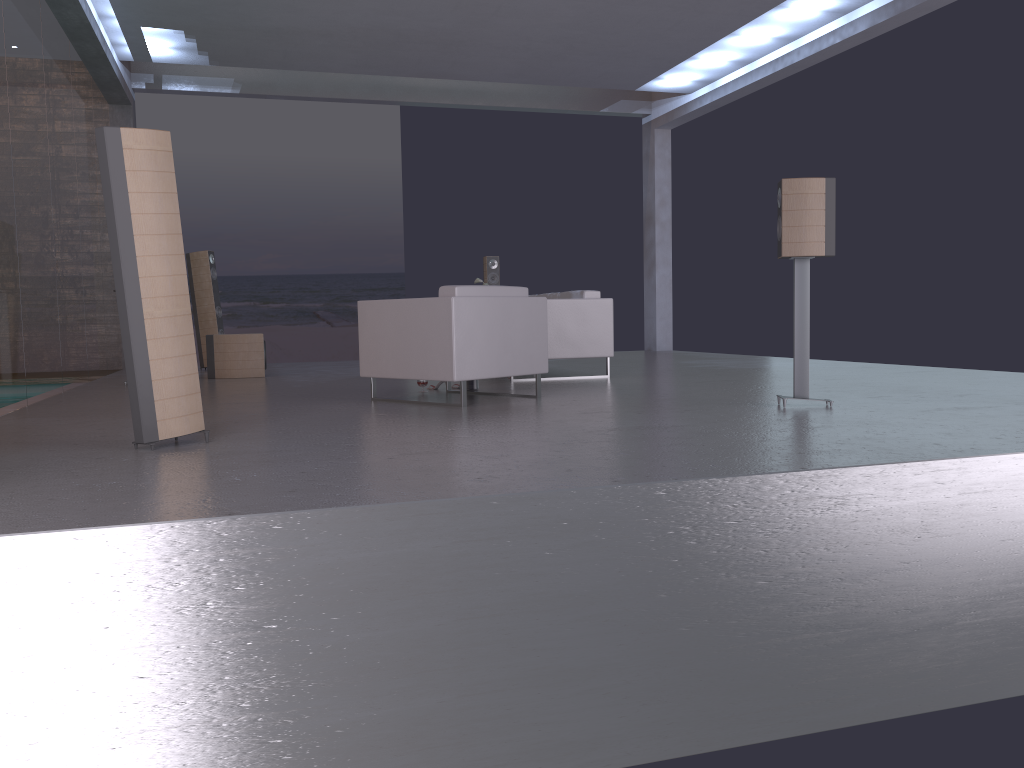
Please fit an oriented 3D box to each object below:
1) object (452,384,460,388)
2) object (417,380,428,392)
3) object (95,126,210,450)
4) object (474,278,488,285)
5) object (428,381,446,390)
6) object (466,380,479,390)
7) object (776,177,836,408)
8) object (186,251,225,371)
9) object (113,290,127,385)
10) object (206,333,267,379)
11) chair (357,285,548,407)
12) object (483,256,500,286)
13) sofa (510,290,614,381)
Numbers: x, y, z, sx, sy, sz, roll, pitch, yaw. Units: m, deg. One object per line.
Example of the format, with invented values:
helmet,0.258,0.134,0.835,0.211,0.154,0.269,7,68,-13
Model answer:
object,-0.427,-0.007,7.345,0.079,0.087,0.235,-5,6,-39
object,-0.715,-0.052,7.070,0.091,0.233,0.091,0,4,11
object,-1.691,-0.436,4.135,0.244,1.473,0.444,1,5,28
object,-0.204,-0.744,10.633,0.387,1.051,0.400,0,5,21
object,-0.616,0.001,7.297,0.235,0.087,0.079,2,6,40
object,-0.326,-0.169,7.141,0.109,0.435,0.109,0,4,10
object,1.776,-0.546,5.356,0.333,1.363,0.243,0,4,14
object,-3.791,-0.905,10.998,0.444,1.469,0.244,-1,4,8
object,-3.624,-0.477,8.671,0.360,0.958,0.818,-3,4,-17
object,-2.960,-0.305,9.536,0.604,0.459,0.514,-3,4,-17
chair,-0.430,-0.293,6.384,1.026,0.808,0.936,3,6,43
object,-0.266,-0.966,11.528,0.243,1.363,0.333,-2,4,-11
sofa,0.115,-0.527,9.208,1.026,0.824,2.353,-3,4,-17
